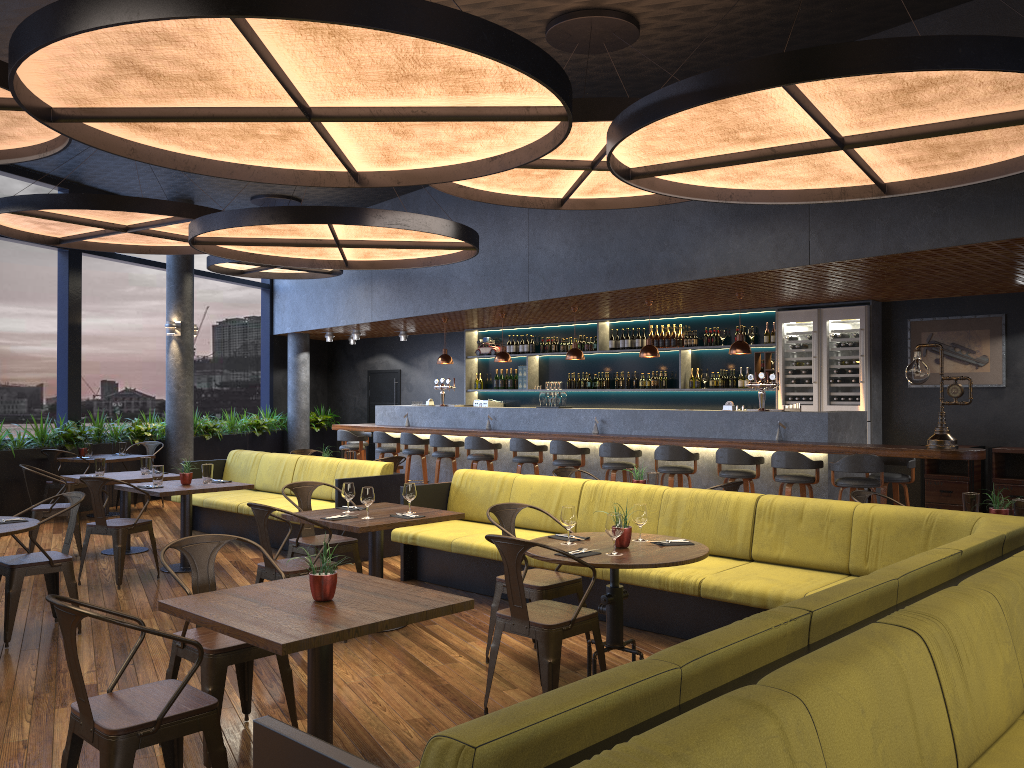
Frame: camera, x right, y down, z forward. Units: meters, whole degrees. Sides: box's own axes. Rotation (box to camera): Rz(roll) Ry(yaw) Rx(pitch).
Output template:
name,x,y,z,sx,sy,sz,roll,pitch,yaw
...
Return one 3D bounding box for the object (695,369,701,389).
name,x,y,z,sx,sy,sz,roll,pitch,yaw
object,2.582,-0.074,12.324,0.079,0.281,0.079,0,-1,22

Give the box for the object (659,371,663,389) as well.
name,x,y,z,sx,sy,sz,roll,pitch,yaw
object,2.125,-0.057,12.657,0.063,0.254,0.063,0,-1,-39

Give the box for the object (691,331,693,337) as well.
name,x,y,z,sx,sy,sz,roll,pitch,yaw
object,2.514,-0.625,12.374,0.056,0.227,0.056,0,-1,5

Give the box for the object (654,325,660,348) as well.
name,x,y,z,sx,sy,sz,roll,pitch,yaw
object,2.078,-0.674,12.711,0.084,0.330,0.084,1,-1,-40

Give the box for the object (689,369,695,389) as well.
name,x,y,z,sx,sy,sz,roll,pitch,yaw
object,2.514,-0.073,12.388,0.079,0.281,0.079,1,-1,-43

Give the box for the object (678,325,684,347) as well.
name,x,y,z,sx,sy,sz,roll,pitch,yaw
object,2.393,-0.676,12.581,0.084,0.330,0.084,1,-1,-40

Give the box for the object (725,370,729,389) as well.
name,x,y,z,sx,sy,sz,roll,pitch,yaw
object,2.927,-0.063,12.090,0.063,0.254,0.063,0,-1,6

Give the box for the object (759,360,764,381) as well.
name,x,y,z,sx,sy,sz,roll,pitch,yaw
object,3.286,-0.134,11.618,0.091,0.369,0.092,0,-1,13

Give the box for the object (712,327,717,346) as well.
name,x,y,z,sx,sy,sz,roll,pitch,yaw
object,2.752,-0.642,12.061,0.063,0.254,0.063,0,-1,16

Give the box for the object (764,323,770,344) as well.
name,x,y,z,sx,sy,sz,roll,pitch,yaw
object,3.342,-0.660,11.607,0.079,0.281,0.079,0,-1,-38

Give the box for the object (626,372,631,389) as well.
name,x,y,z,sx,sy,sz,roll,pitch,yaw
object,1.733,-0.052,13.184,0.063,0.254,0.063,0,-1,16

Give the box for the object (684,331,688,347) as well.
name,x,y,z,sx,sy,sz,roll,pitch,yaw
object,2.429,-0.625,12.370,0.056,0.227,0.056,0,-1,5

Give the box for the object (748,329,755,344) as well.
name,x,y,z,sx,sy,sz,roll,pitch,yaw
object,3.160,-0.623,11.703,0.097,0.206,0.097,0,-1,12

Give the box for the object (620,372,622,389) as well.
name,x,y,z,sx,sy,sz,roll,pitch,yaw
object,1.642,-0.051,13.270,0.063,0.254,0.063,0,-1,31

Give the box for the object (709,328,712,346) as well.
name,x,y,z,sx,sy,sz,roll,pitch,yaw
object,2.731,-0.641,12.208,0.063,0.254,0.063,0,-1,6

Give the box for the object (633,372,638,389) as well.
name,x,y,z,sx,sy,sz,roll,pitch,yaw
object,1.824,-0.052,13.108,0.063,0.254,0.063,0,-1,1

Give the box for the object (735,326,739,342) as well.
name,x,y,z,sx,sy,sz,roll,pitch,yaw
object,3.016,-0.644,11.867,0.063,0.254,0.063,0,-1,-4

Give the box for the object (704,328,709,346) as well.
name,x,y,z,sx,sy,sz,roll,pitch,yaw
object,2.658,-0.642,12.139,0.063,0.254,0.063,-1,-1,41

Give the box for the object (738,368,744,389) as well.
name,x,y,z,sx,sy,sz,roll,pitch,yaw
object,3.066,-0.080,11.865,0.079,0.281,0.079,0,-1,17

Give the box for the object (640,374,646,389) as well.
name,x,y,z,sx,sy,sz,roll,pitch,yaw
object,1.903,-0.039,12.916,0.088,0.224,0.088,0,-1,13

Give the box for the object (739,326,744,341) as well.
name,x,y,z,sx,sy,sz,roll,pitch,yaw
object,3.043,-0.645,11.758,0.063,0.254,0.063,0,-1,-19

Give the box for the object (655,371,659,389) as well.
name,x,y,z,sx,sy,sz,roll,pitch,yaw
object,2.092,-0.056,12.787,0.063,0.254,0.063,0,-1,-19

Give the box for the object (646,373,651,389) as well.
name,x,y,z,sx,sy,sz,roll,pitch,yaw
object,1.981,-0.040,12.842,0.088,0.224,0.088,0,-1,-32

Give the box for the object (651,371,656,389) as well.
name,x,y,z,sx,sy,sz,roll,pitch,yaw
object,2.027,-0.056,12.716,0.063,0.254,0.063,0,-1,36

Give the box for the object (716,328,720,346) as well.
name,x,y,z,sx,sy,sz,roll,pitch,yaw
object,2.816,-0.642,12.130,0.063,0.254,0.063,0,-1,31

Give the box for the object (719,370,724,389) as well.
name,x,y,z,sx,sy,sz,roll,pitch,yaw
object,2.825,-0.064,11.961,0.063,0.254,0.063,1,-1,-44

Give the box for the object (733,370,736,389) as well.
name,x,y,z,sx,sy,sz,roll,pitch,yaw
object,3.001,-0.064,11.984,0.063,0.254,0.063,0,-1,-39

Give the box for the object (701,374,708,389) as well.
name,x,y,z,sx,sy,sz,roll,pitch,yaw
object,2.650,-0.038,12.185,0.097,0.206,0.097,0,-1,12

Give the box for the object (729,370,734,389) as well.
name,x,y,z,sx,sy,sz,roll,pitch,yaw
object,2.950,-0.065,11.918,0.063,0.254,0.063,0,-1,6

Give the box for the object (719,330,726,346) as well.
name,x,y,z,sx,sy,sz,roll,pitch,yaw
object,2.845,-0.620,11.979,0.097,0.206,0.097,0,-1,12

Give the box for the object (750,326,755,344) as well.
name,x,y,z,sx,sy,sz,roll,pitch,yaw
object,3.205,-0.645,11.831,0.063,0.254,0.063,0,-1,-39

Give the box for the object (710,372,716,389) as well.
name,x,y,z,sx,sy,sz,roll,pitch,yaw
object,2.735,-0.048,12.068,0.088,0.224,0.088,0,-1,13

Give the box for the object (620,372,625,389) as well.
name,x,y,z,sx,sy,sz,roll,pitch,yaw
object,1.637,-0.052,13.122,0.063,0.254,0.063,0,-1,-9

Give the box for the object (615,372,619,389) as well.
name,x,y,z,sx,sy,sz,roll,pitch,yaw
object,1.565,-0.051,13.192,0.063,0.254,0.063,0,-1,16

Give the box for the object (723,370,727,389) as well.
name,x,y,z,sx,sy,sz,roll,pitch,yaw
object,2.876,-0.064,12.024,0.063,0.254,0.063,0,-1,-19

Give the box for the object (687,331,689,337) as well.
name,x,y,z,sx,sy,sz,roll,pitch,yaw
object,2.472,-0.625,12.415,0.056,0.227,0.056,1,-1,-45

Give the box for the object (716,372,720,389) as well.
name,x,y,z,sx,sy,sz,roll,pitch,yaw
object,2.822,-0.047,12.137,0.088,0.224,0.088,0,-1,38

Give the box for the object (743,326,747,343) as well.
name,x,y,z,sx,sy,sz,roll,pitch,yaw
object,3.101,-0.645,11.841,0.063,0.254,0.063,0,-1,6

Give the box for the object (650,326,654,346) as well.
name,x,y,z,sx,sy,sz,roll,pitch,yaw
object,2.009,-0.674,12.775,0.084,0.330,0.084,1,-1,-40

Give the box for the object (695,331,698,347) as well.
name,x,y,z,sx,sy,sz,roll,pitch,yaw
object,2.560,-0.626,12.331,0.056,0.227,0.056,1,-1,-45

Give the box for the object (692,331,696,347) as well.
name,x,y,z,sx,sy,sz,roll,pitch,yaw
object,2.518,-0.626,12.287,0.056,0.227,0.056,0,-1,30

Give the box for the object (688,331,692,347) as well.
name,x,y,z,sx,sy,sz,roll,pitch,yaw
object,2.473,-0.626,12.329,0.056,0.227,0.056,0,-1,20

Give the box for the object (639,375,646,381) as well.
name,x,y,z,sx,sy,sz,roll,pitch,yaw
object,1.924,-0.029,13.048,0.097,0.206,0.097,0,-1,-15

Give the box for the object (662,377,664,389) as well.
name,x,y,z,sx,sy,sz,roll,pitch,yaw
object,2.162,-0.055,12.836,0.063,0.254,0.063,0,-1,-19

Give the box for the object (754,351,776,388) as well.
name,x,y,z,sx,sy,sz,roll,pitch,yaw
object,3.337,-0.180,11.568,0.300,0.475,0.161,-1,-1,43

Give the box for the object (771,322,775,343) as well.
name,x,y,z,sx,sy,sz,roll,pitch,yaw
object,3.411,-0.661,11.542,0.079,0.281,0.079,0,-1,12

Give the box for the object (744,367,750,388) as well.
name,x,y,z,sx,sy,sz,roll,pitch,yaw
object,3.135,-0.081,11.800,0.079,0.281,0.079,0,-1,37

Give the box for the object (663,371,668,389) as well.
name,x,y,z,sx,sy,sz,roll,pitch,yaw
object,2.205,-0.056,12.728,0.063,0.254,0.063,0,-1,16
